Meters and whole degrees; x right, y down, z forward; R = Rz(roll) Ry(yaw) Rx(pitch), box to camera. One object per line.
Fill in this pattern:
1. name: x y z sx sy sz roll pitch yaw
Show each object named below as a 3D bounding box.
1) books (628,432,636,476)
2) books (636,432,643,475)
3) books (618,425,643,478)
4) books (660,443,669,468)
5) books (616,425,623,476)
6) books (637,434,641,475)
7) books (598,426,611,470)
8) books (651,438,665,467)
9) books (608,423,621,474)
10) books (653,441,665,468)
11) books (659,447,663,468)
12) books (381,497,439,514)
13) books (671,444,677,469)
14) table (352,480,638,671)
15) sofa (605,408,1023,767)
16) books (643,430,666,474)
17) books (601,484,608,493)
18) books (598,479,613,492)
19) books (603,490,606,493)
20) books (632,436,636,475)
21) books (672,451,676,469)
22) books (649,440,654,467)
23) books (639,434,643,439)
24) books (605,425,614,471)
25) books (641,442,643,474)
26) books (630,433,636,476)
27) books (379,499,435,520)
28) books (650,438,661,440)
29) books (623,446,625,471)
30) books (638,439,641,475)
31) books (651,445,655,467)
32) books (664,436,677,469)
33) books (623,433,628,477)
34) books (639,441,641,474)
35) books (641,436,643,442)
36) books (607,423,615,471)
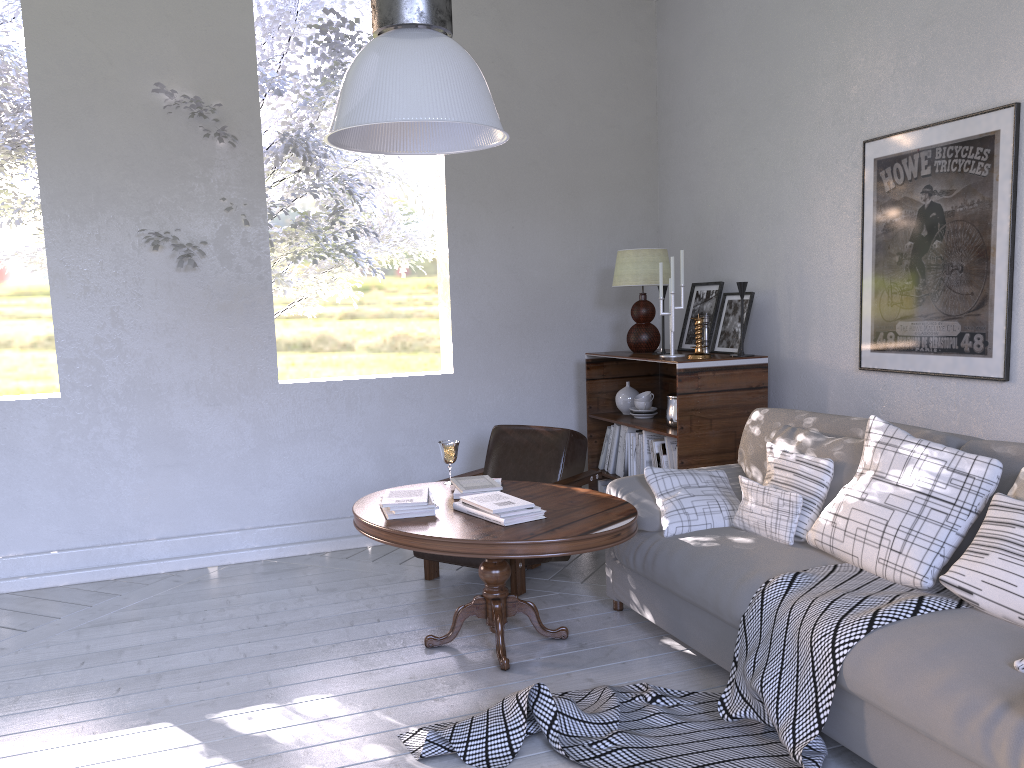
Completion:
1. books: 0.553 0.305 3.760 0.131 0.207 0.011 -4 8 -15
2. books: 0.583 0.305 3.725 0.129 0.213 0.020 -4 8 -15
3. books: 0.556 0.283 3.833 0.174 0.244 0.104 -4 8 -20
4. books: 0.658 0.332 3.497 0.131 0.203 0.064 -4 8 -20
5. books: 0.547 0.280 3.875 0.172 0.240 0.092 -4 8 -20
6. books: 0.588 0.309 3.709 0.131 0.207 0.011 -4 8 -15
7. books: 0.486 0.285 4.013 0.161 0.211 0.126 -4 7 -20
8. books: 0.633 0.323 3.562 0.129 0.211 0.073 -5 8 -20
9. books: 0.521 0.280 3.915 0.172 0.237 0.111 -4 8 -20
10. books: 0.639 0.328 3.546 0.131 0.203 0.064 -4 8 -20
11. books: 0.654 0.337 3.537 0.120 0.186 0.060 -4 8 -20
12. books: -0.314 0.362 2.697 0.136 0.010 0.213 -4 5 -19
13. books: 0.688 0.334 3.468 0.114 0.200 0.061 -5 8 -20
14. table: -0.059 0.588 2.742 0.948 0.434 0.736 3 7 39
15. sofa: 0.959 0.480 2.244 0.766 0.686 1.853 -4 6 -20
16. books: 0.597 0.300 3.634 0.126 0.238 0.017 -4 8 -15
17. books: 0.477 0.554 4.093 0.134 0.185 0.030 -4 8 -20
18. books: 0.472 0.543 4.127 0.149 0.203 0.027 -4 8 -20
19. books: 0.489 0.565 4.044 0.128 0.178 0.066 -4 8 -20
20. books: 0.568 0.312 3.739 0.125 0.196 0.015 -4 8 -15
21. books: 0.690 0.347 3.457 0.115 0.179 0.055 -4 8 -20
22. books: 0.630 0.323 3.593 0.131 0.203 0.064 -4 8 -20
23. books: 0.591 0.310 3.699 0.131 0.207 0.011 -4 8 -15
24. books: 0.506 0.283 3.975 0.161 0.219 0.100 -4 8 -20
25. books: 0.586 0.325 3.657 0.115 0.184 0.009 -4 8 -15
26. books: 0.564 0.306 3.751 0.131 0.207 0.011 -4 8 -15
27. books: -0.322 0.375 2.702 0.142 0.015 0.221 -3 5 -14
28. books: 0.637 0.322 3.608 0.131 0.203 0.064 -4 8 -20
29. books: 0.528 0.315 3.792 0.120 0.186 0.025 -5 8 -25
30. books: 0.585 0.320 3.686 0.120 0.189 0.012 -4 8 -15
31. books: 0.632 0.330 3.578 0.125 0.194 0.064 -4 8 -20
32. books: 0.674 0.318 3.481 0.126 0.234 0.077 -5 8 -20
33. books: 0.530 0.306 3.781 0.120 0.208 0.026 -5 8 -25
34. books: 0.582 0.324 3.674 0.115 0.183 0.009 -4 8 -15
35. books: 0.589 0.314 3.666 0.114 0.205 0.009 -4 8 -15
36. books: 0.512 0.279 3.945 0.152 0.233 0.104 -4 8 -20
